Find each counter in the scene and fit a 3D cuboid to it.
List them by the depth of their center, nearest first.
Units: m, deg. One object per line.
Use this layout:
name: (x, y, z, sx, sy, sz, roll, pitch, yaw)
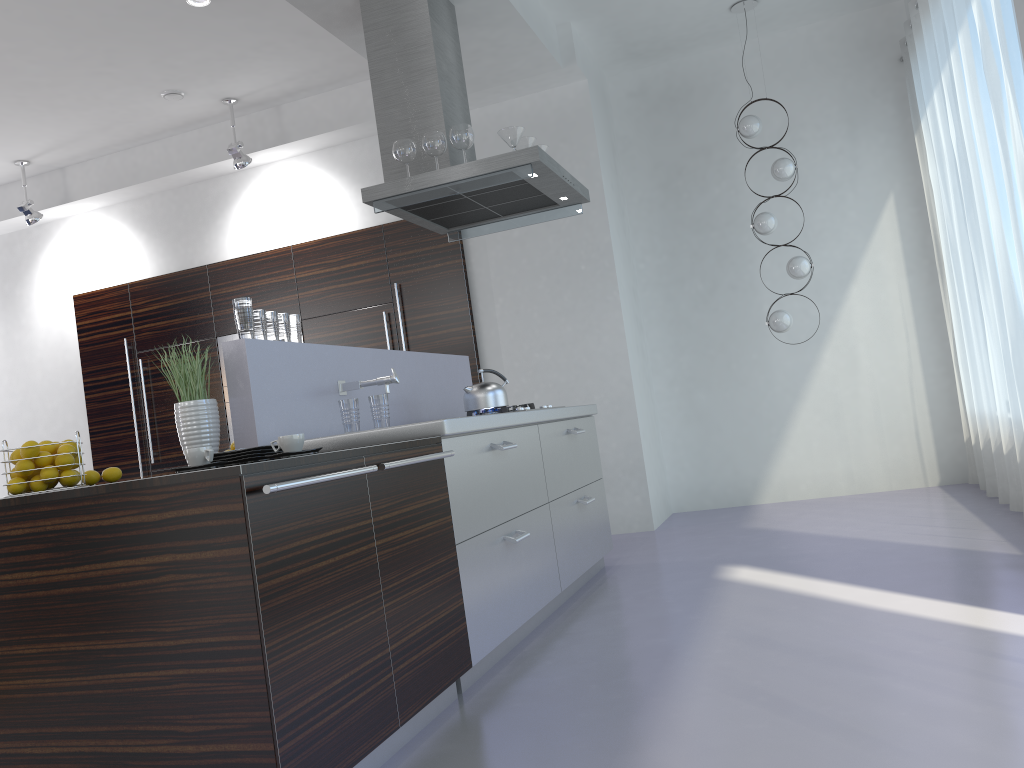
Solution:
counter: (-0.618, 0.466, 3.651, 1.302, 1.300, 3.291, -9, -3, 18)

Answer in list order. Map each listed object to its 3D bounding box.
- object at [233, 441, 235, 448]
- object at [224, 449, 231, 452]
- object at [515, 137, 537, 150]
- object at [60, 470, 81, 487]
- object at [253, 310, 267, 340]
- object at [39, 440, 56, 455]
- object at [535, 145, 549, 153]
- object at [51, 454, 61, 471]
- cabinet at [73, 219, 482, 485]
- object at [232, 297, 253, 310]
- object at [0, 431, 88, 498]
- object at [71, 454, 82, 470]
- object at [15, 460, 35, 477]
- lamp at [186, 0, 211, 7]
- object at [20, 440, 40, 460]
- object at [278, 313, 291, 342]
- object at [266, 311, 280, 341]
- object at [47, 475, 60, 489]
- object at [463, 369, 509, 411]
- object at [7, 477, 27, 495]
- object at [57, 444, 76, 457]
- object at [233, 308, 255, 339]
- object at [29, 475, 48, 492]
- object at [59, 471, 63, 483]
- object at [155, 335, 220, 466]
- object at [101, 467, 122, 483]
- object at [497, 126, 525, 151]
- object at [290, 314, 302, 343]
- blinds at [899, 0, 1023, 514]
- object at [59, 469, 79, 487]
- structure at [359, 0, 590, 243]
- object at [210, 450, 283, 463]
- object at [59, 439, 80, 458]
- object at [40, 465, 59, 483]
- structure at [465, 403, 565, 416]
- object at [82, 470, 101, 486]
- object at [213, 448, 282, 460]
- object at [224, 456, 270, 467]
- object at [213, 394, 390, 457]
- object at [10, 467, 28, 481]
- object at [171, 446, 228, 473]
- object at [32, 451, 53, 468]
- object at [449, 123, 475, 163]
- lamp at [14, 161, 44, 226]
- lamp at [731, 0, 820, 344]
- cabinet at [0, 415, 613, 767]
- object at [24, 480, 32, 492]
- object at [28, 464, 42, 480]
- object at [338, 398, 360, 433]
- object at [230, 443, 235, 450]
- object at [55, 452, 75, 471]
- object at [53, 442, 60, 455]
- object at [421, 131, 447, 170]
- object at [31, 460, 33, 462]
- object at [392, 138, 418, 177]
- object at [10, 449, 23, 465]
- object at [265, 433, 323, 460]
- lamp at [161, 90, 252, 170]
object: (-1.076, 0.237, 3.520, 0.063, 0.048, 0.053, -7, -3, -16)
object: (-1.140, 0.293, 3.581, 0.060, 0.058, 0.070, -9, -3, 17)
object: (0.069, -1.146, 4.497, 0.137, 0.174, 0.137, -7, -3, -17)
object: (-1.363, 0.292, 2.737, 0.061, 0.053, 0.053, -7, -3, -29)
object: (-0.960, -0.216, 3.355, 0.072, 0.119, 0.071, -6, -3, -32)
object: (-1.432, 0.200, 2.722, 0.063, 0.053, 0.051, -9, -3, 20)
object: (0.140, -1.148, 4.659, 0.137, 0.174, 0.137, -7, -3, -17)
object: (-1.396, 0.241, 2.736, 0.051, 0.053, 0.064, -9, -3, 21)
cabinet: (-1.840, 0.204, 7.299, 3.600, 2.500, 0.669, -9, -3, 18)
object: (-0.992, -0.255, 3.280, 0.072, 0.119, 0.071, -6, -3, -32)
object: (-1.429, 0.242, 2.711, 0.207, 0.174, 0.189, -7, -3, -17)
object: (-1.386, 0.244, 2.792, 0.063, 0.051, 0.053, -7, -3, -13)
object: (-1.451, 0.250, 2.641, 0.053, 0.054, 0.061, -7, -3, -25)
lamp: (-1.767, -2.173, 4.993, 0.132, 0.035, 0.132, -8, -3, -9)
object: (-1.438, 0.199, 2.646, 0.059, 0.060, 0.050, -9, -3, 18)
object: (-0.909, -0.216, 3.508, 0.072, 0.119, 0.071, -6, -3, -32)
object: (-0.935, -0.216, 3.432, 0.072, 0.119, 0.071, -6, -3, -32)
object: (-1.421, 0.293, 2.726, 0.052, 0.060, 0.057, -9, -3, 24)
object: (-0.139, 0.023, 4.433, 0.220, 0.196, 0.229, -9, -3, 11)
object: (-1.467, 0.302, 2.627, 0.053, 0.052, 0.062, -6, -3, -32)
object: (-1.364, 0.210, 2.716, 0.053, 0.051, 0.063, -7, -3, -26)
object: (-0.986, -0.216, 3.278, 0.072, 0.119, 0.071, -6, -3, -32)
object: (-1.422, 0.300, 2.666, 0.050, 0.055, 0.061, -7, -3, -26)
object: (-1.398, 0.293, 2.784, 0.052, 0.057, 0.060, -9, -3, 20)
object: (-1.163, 0.061, 3.178, 0.247, 0.502, 0.269, -7, -3, -29)
object: (-1.327, 0.302, 2.940, 0.063, 0.051, 0.053, -7, -3, -13)
object: (0.008, -1.145, 4.317, 0.137, 0.174, 0.137, -7, -3, -17)
object: (-0.883, -0.216, 3.585, 0.071, 0.119, 0.072, -7, -3, -22)
blinds: (2.494, -0.848, 4.737, 0.120, 3.112, 3.245, -9, -3, 18)
object: (-1.340, 0.285, 2.682, 0.053, 0.053, 0.061, -7, -3, -27)
structure: (-0.221, -1.500, 4.664, 0.915, 1.231, 0.981, -9, -3, 18)
object: (-0.852, 0.239, 2.885, 0.232, 0.020, 0.232, -9, -3, 27)
object: (-1.380, 0.202, 2.768, 0.057, 0.060, 0.052, -8, -3, 6)
object: (-1.385, 0.270, 2.655, 0.052, 0.053, 0.062, -6, -3, -35)
structure: (-0.061, 0.141, 4.612, 0.519, 0.055, 0.709, -9, -3, 18)
object: (-1.386, 0.309, 2.916, 0.053, 0.051, 0.063, -9, -3, 22)
object: (-0.854, 0.230, 2.885, 0.232, 0.020, 0.232, -9, -3, 22)
object: (-0.851, 0.249, 2.884, 0.232, 0.020, 0.232, -9, -3, 27)
object: (-0.735, 0.145, 3.025, 0.269, 0.147, 0.646, -11, -4, 43)
object: (-1.488, 0.272, 2.684, 0.051, 0.055, 0.061, -8, -3, -2)
object: (-0.928, 0.224, 2.631, 0.153, 0.069, 0.153, -8, -3, -8)
object: (-1.416, 0.228, 2.679, 0.061, 0.051, 0.055, -9, -3, 13)
object: (-0.234, -1.136, 4.293, 0.125, 0.221, 0.125, -11, -4, 43)
lamp: (-3.900, -1.528, 7.148, 0.150, 0.511, 0.185, -9, -3, 18)
lamp: (1.769, -1.443, 6.069, 0.367, 2.370, 0.180, -9, -3, 12)
cabinet: (-0.596, 0.689, 3.646, 1.377, 0.852, 3.285, -9, -3, 18)
object: (-1.488, 0.310, 2.711, 0.063, 0.053, 0.051, -9, -3, 26)
object: (-1.463, 0.266, 2.701, 0.062, 0.053, 0.051, -9, -3, 26)
object: (-0.577, 0.115, 3.166, 0.071, 0.119, 0.072, -9, -3, 18)
object: (-1.103, 0.253, 3.563, 0.053, 0.047, 0.061, -9, -3, 21)
object: (-1.348, 0.234, 2.674, 0.053, 0.055, 0.060, -7, -3, -28)
object: (-1.431, 0.206, 2.782, 0.063, 0.051, 0.053, -7, -3, -24)
object: (-0.372, -1.114, 4.340, 0.125, 0.221, 0.125, -11, -4, 43)
object: (-1.491, 0.236, 2.742, 0.053, 0.052, 0.061, -10, -3, 31)
object: (-0.520, -1.091, 4.388, 0.125, 0.221, 0.125, -11, -4, 43)
object: (-1.489, 0.222, 2.685, 0.063, 0.053, 0.051, -10, -3, 31)
object: (-0.662, 0.189, 2.681, 0.153, 0.069, 0.153, -6, -3, -38)
lamp: (-2.188, -1.806, 6.388, 0.605, 0.511, 0.171, -6, -3, -40)
